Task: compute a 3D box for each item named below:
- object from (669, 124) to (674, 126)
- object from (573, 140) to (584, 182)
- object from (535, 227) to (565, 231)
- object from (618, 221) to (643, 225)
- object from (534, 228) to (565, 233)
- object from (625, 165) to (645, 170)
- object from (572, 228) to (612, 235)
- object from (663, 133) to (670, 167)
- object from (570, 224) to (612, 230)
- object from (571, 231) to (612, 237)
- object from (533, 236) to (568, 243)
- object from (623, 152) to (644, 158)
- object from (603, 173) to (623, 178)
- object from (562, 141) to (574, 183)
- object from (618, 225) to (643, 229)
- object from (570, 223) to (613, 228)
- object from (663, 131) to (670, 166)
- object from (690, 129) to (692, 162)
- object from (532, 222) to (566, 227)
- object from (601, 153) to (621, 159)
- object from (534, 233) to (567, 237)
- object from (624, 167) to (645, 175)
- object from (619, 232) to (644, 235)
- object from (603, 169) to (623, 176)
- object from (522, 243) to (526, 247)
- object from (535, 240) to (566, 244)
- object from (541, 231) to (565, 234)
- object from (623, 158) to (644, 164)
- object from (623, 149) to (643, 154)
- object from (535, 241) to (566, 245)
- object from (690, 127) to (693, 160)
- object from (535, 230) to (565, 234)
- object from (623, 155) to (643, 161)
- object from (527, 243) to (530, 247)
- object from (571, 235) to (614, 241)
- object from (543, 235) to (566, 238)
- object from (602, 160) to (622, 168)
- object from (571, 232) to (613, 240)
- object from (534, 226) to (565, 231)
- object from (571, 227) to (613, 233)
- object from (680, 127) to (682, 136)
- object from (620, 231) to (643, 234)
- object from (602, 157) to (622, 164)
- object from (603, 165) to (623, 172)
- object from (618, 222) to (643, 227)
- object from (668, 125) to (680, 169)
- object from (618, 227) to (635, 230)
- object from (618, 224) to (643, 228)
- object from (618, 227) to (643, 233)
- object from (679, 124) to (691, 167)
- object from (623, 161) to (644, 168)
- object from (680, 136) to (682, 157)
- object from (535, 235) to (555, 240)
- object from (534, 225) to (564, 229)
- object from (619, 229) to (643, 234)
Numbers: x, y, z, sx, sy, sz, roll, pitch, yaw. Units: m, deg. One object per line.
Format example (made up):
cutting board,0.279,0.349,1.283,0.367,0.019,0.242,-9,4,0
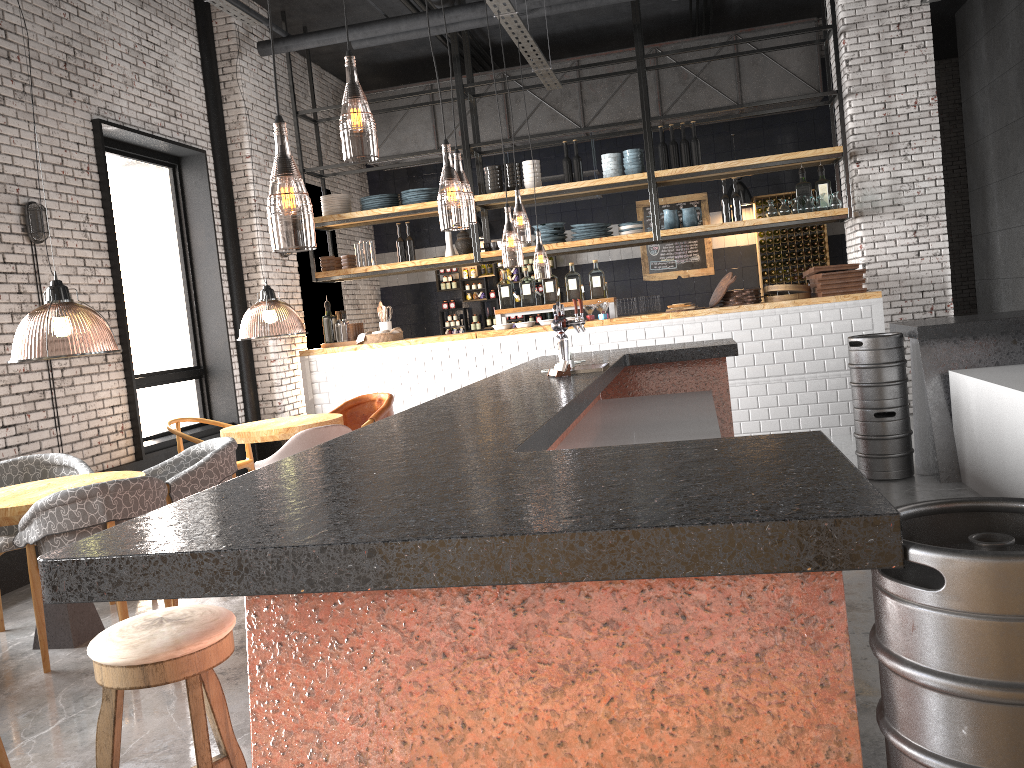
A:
object,1.635,-2.644,9.094,0.046,0.031,0.046,-7,4,-10
object,0.691,-2.345,9.385,0.098,0.470,0.098,-4,4,34
object,0.405,-1.649,9.547,0.335,0.035,0.335,-7,5,-13
object,1.251,-1.686,9.373,0.265,0.037,0.265,-6,4,7
object,0.407,-1.638,9.550,0.334,0.051,0.334,-4,5,29
object,1.291,-2.242,9.295,0.218,0.092,0.219,-6,4,-5
object,0.851,-1.615,9.458,0.453,0.062,0.454,-9,5,-34
object,1.581,-2.424,9.261,0.098,0.458,0.098,-4,4,34
object,0.847,-1.661,9.456,0.454,0.048,0.454,-3,6,39
object,0.856,-1.591,9.460,0.453,0.050,0.455,-3,5,32
object,0.416,-1.540,9.556,0.373,0.067,0.372,-7,4,-7
object,1.279,-2.370,9.289,0.218,0.096,0.219,-6,4,-4
object,1.072,-2.177,9.370,0.210,0.065,0.210,-4,5,30
object,0.586,-2.336,9.407,0.098,0.470,0.098,-4,4,34
object,1.256,-1.646,9.375,0.263,0.028,0.264,-2,6,39
object,0.847,-1.686,9.454,0.452,0.062,0.455,-4,5,27
object,1.607,-2.443,9.392,0.098,0.470,0.098,-4,4,34
object,1.927,-2.465,9.326,0.098,0.458,0.098,-7,3,-10
object,0.400,-1.697,9.544,0.373,0.050,0.374,-3,5,34
object,1.051,-2.392,9.355,0.210,0.074,0.210,-5,4,17
object,0.414,-1.592,9.549,0.371,0.071,0.374,-4,5,24
object,1.289,-2.209,9.297,0.219,0.085,0.219,-8,5,-19
object,1.263,-1.581,9.379,0.264,0.026,0.263,-10,6,-43
object,1.066,-2.220,9.367,0.210,0.069,0.210,-8,5,-22
object,0.115,-1.491,9.393,0.072,0.097,0.072,-3,5,44
object,0.419,-1.519,9.554,0.335,0.046,0.335,-6,4,-3
object,0.409,-1.608,9.550,0.334,0.039,0.335,-5,4,11
object,1.276,-2.305,9.295,0.219,0.092,0.218,-10,6,-42
object,1.272,-2.401,9.290,0.218,0.091,0.219,-4,5,29
object,0.420,-1.505,9.556,0.335,0.033,0.335,-8,5,-19
object,1.900,-2.452,9.194,0.098,0.458,0.098,-7,3,-10
object,0.409,-1.622,9.550,0.334,0.052,0.334,-10,6,-40
object,1.273,-2.337,9.294,0.219,0.092,0.218,-9,5,-37
object,0.161,-1.514,9.622,0.072,0.097,0.072,-5,4,11
object,0.860,-1.543,9.463,0.454,0.033,0.454,-7,4,-6
object,0.413,-1.558,9.554,0.334,0.051,0.335,-2,6,42
object,1.054,-2.306,9.362,0.210,0.078,0.210,-3,5,34
object,0.857,-1.567,9.462,0.454,0.042,0.454,-7,5,-13
object,0.403,-1.664,9.547,0.334,0.036,0.335,-6,4,1
object,0.851,-1.639,9.456,0.454,0.065,0.453,-8,5,-25
object,1.795,-2.443,9.216,0.098,0.458,0.098,-7,3,-10
object,1.261,-1.593,9.377,0.263,0.038,0.263,-4,5,27
object,1.052,-2.349,9.357,0.210,0.076,0.210,-7,4,-14
object,1.064,-2.263,9.368,0.210,0.074,0.210,-7,4,-13
object,1.253,-1.675,9.373,0.265,0.034,0.266,-4,5,25
object,1.659,-2.420,9.106,0.098,0.458,0.098,-4,4,34
object,1.258,-1.635,9.375,0.263,0.032,0.263,-9,5,-29
object,1.255,-1.657,9.374,0.263,0.029,0.263,-7,5,-12
object,1.258,-1.622,9.377,0.265,0.038,0.266,-3,5,34
object,1.768,-2.430,9.084,0.098,0.458,0.098,-7,3,-10
object,1.279,-2.273,9.294,0.218,0.092,0.219,-6,4,2
object,1.822,-2.456,9.348,0.098,0.458,0.098,-7,3,-10
object,0.412,-1.570,9.552,0.334,0.045,0.335,-5,4,8
object,0.404,-1.678,9.546,0.334,0.048,0.335,-6,4,-1
object,1.260,-1.604,9.377,0.263,0.037,0.263,-7,5,-14
